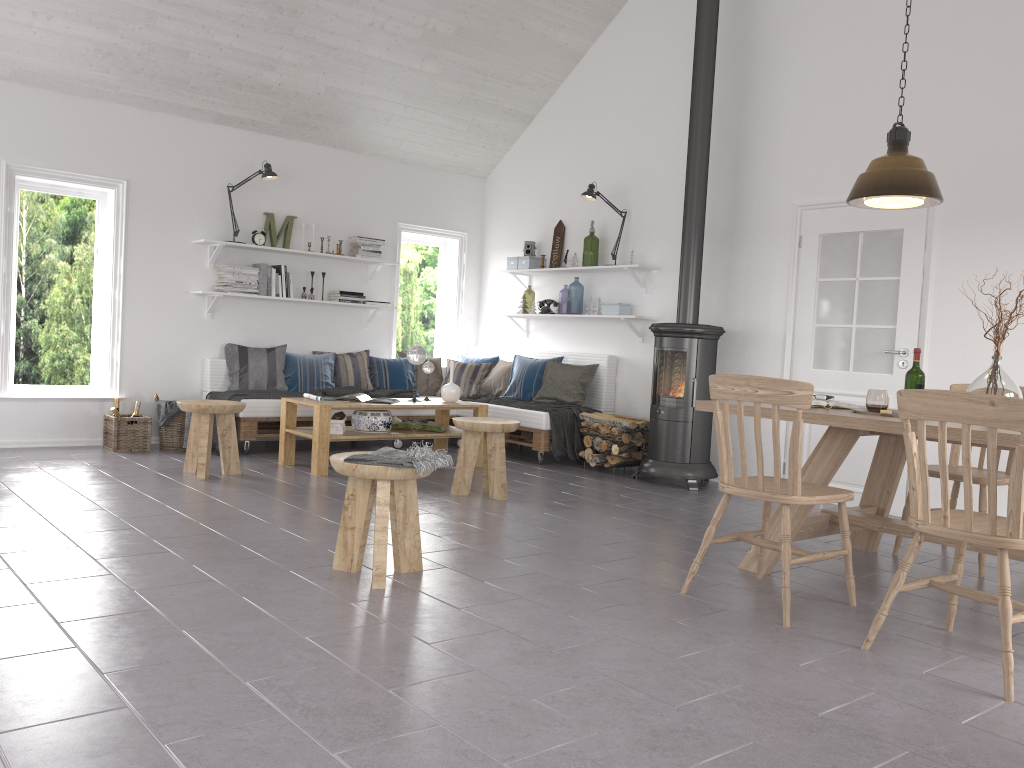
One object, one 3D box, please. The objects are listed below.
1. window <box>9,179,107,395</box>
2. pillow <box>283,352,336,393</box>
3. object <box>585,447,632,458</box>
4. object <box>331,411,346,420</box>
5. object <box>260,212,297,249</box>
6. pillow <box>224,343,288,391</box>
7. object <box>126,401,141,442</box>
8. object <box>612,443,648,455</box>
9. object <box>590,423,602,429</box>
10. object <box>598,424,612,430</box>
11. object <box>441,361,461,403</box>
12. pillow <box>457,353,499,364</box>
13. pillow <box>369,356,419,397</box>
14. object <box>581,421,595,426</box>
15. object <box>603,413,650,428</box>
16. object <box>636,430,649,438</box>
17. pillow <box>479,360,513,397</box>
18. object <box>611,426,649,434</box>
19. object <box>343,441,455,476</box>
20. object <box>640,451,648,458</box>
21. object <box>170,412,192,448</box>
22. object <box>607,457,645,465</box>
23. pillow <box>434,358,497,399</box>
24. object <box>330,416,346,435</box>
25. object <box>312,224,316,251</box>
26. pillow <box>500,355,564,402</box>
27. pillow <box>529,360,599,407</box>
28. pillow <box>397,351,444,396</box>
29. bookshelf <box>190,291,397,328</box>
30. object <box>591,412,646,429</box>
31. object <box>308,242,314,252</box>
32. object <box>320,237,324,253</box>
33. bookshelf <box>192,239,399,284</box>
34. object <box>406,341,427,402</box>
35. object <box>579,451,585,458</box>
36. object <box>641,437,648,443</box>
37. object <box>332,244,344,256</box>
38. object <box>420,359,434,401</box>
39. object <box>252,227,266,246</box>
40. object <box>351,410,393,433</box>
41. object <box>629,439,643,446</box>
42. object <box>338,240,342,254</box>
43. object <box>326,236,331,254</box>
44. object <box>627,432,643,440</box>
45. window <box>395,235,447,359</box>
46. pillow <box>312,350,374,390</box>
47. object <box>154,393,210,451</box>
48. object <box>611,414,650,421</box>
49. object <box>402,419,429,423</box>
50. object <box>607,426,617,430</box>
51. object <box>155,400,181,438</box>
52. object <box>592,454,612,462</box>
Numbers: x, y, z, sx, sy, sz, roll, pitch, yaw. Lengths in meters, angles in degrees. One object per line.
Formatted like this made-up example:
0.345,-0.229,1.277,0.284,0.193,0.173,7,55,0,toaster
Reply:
-3.514,-0.723,6.851,0.685,1.655,0.117,1,3,-40,window
-1.768,-0.081,7.684,0.525,0.401,0.331,2,3,-21,pillow
0.758,0.529,7.019,0.095,0.069,0.468,1,3,-40,object
-1.271,0.270,6.403,0.090,0.139,0.182,4,3,15,object
-2.030,-1.312,7.674,0.330,0.311,0.052,1,3,-40,object
-2.142,-0.123,7.430,0.534,0.444,0.301,2,3,-23,pillow
-2.940,0.313,6.860,0.127,0.361,0.094,1,3,-40,object
0.989,0.487,6.962,0.520,0.142,0.118,1,3,-36,object
0.821,0.332,7.144,0.467,0.060,0.098,1,3,-37,object
0.879,0.337,7.074,0.467,0.068,0.096,1,3,-40,object
-0.476,-0.017,6.950,0.155,0.325,0.155,4,3,21,object
-0.361,-0.080,8.711,0.534,0.437,0.287,4,3,23,pillow
-1.116,-0.056,8.185,0.523,0.408,0.341,2,3,-24,pillow
0.764,0.323,7.205,0.467,0.061,0.098,1,3,-38,object
0.916,0.294,7.126,0.101,0.070,0.541,1,3,-39,object
0.919,0.374,7.114,0.097,0.057,0.562,1,3,-40,object
-0.080,-0.027,8.260,0.366,0.381,0.521,1,4,-43,pillow
0.966,0.349,6.963,0.466,0.088,0.098,1,3,-38,object
-0.451,0.293,3.595,0.348,0.120,0.462,4,3,21,object
0.903,0.533,7.139,0.095,0.063,0.562,1,3,-39,object
-2.559,0.310,6.919,0.349,0.356,0.290,6,4,44,object
0.944,0.598,6.988,0.467,0.060,0.096,1,3,-40,object
-0.449,-0.033,8.430,0.516,0.392,0.358,4,3,19,pillow
-1.273,0.294,6.339,0.155,0.102,0.281,3,3,-7,object
-1.753,-1.277,7.824,0.084,0.256,0.084,4,3,19,object
0.174,-0.051,7.937,0.526,0.428,0.311,5,3,29,pillow
0.457,0.002,7.619,0.519,0.395,0.334,5,3,28,pillow
-0.840,-0.084,8.500,0.545,0.438,0.334,1,3,-35,pillow
-1.858,-0.634,7.752,1.820,0.212,0.269,1,3,-40,bookshelf
0.830,0.288,7.066,0.095,0.074,0.562,1,3,-39,object
-1.753,-1.184,7.677,0.088,0.085,0.088,2,3,-17,object
-1.672,-1.220,7.805,0.055,0.153,0.055,5,3,28,object
-1.835,-1.043,7.734,1.820,0.212,0.269,1,3,-40,bookshelf
-0.737,-0.097,6.796,0.155,0.468,0.155,5,3,29,object
0.768,0.566,7.285,0.561,0.056,0.052,1,3,-40,object
0.910,0.411,7.154,0.101,0.070,0.539,1,3,-39,object
-1.542,-1.188,7.861,0.124,0.100,0.124,2,3,-17,object
-0.664,-0.032,6.982,0.109,0.329,0.109,4,3,19,object
-2.128,-1.235,7.453,0.120,0.165,0.050,1,3,-40,object
-1.033,0.272,6.550,0.302,0.161,0.302,1,4,-43,object
0.804,0.430,7.034,0.095,0.063,0.562,1,3,-39,object
-1.538,-1.219,7.957,0.055,0.153,0.055,4,3,18,object
-1.611,-1.219,7.793,0.066,0.160,0.066,5,3,37,object
0.812,0.393,7.072,0.099,0.082,0.538,1,3,-40,object
-0.988,-0.677,8.981,0.685,1.655,0.052,1,3,-40,window
-1.492,-0.099,7.949,0.546,0.438,0.316,2,3,-27,pillow
-2.591,0.295,6.948,0.393,0.432,0.393,5,3,37,object
0.975,0.295,7.186,0.095,0.063,0.467,1,3,-40,object
-0.733,0.285,6.811,0.176,0.029,0.195,2,3,-30,object
0.915,0.343,7.011,0.425,0.034,0.044,1,3,-40,object
-2.599,0.293,6.877,0.303,0.332,0.367,4,3,6,object
0.870,0.582,7.081,0.562,0.056,0.097,1,3,-40,object
